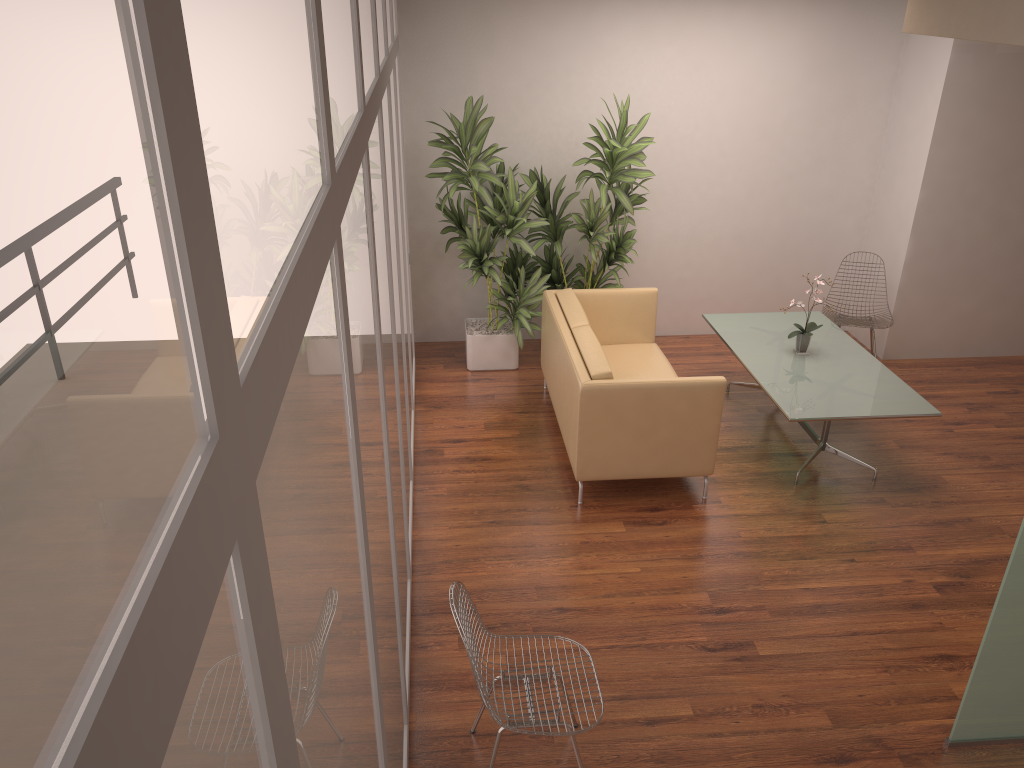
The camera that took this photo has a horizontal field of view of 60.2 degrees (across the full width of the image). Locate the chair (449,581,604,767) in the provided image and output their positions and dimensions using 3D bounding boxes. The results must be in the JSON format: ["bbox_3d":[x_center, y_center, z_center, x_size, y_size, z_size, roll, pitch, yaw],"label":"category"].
[{"bbox_3d":[0.053,1.159,3.380,0.560,0.937,0.522,-2,27,-4],"label":"chair"}]

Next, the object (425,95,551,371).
[{"bbox_3d":[-0.119,-1.167,6.955,0.966,2.191,1.038,6,28,12],"label":"object"}]

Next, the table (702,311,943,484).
[{"bbox_3d":[2.017,0.075,6.176,0.938,0.583,1.800,-2,25,-5],"label":"table"}]

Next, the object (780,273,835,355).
[{"bbox_3d":[2.040,-0.490,5.972,0.369,0.613,0.287,-4,28,-9],"label":"object"}]

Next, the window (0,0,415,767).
[{"bbox_3d":[-0.423,-0.030,2.942,0.062,3.411,8.238,-2,25,-5],"label":"window"}]

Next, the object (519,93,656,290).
[{"bbox_3d":[0.553,-1.193,7.017,1.080,2.191,0.928,4,28,7],"label":"object"}]

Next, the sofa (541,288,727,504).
[{"bbox_3d":[0.741,-0.017,6.025,0.877,0.872,1.733,-2,25,-5],"label":"sofa"}]

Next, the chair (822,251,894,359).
[{"bbox_3d":[2.778,-0.551,7.125,0.542,0.937,0.539,7,28,13],"label":"chair"}]
